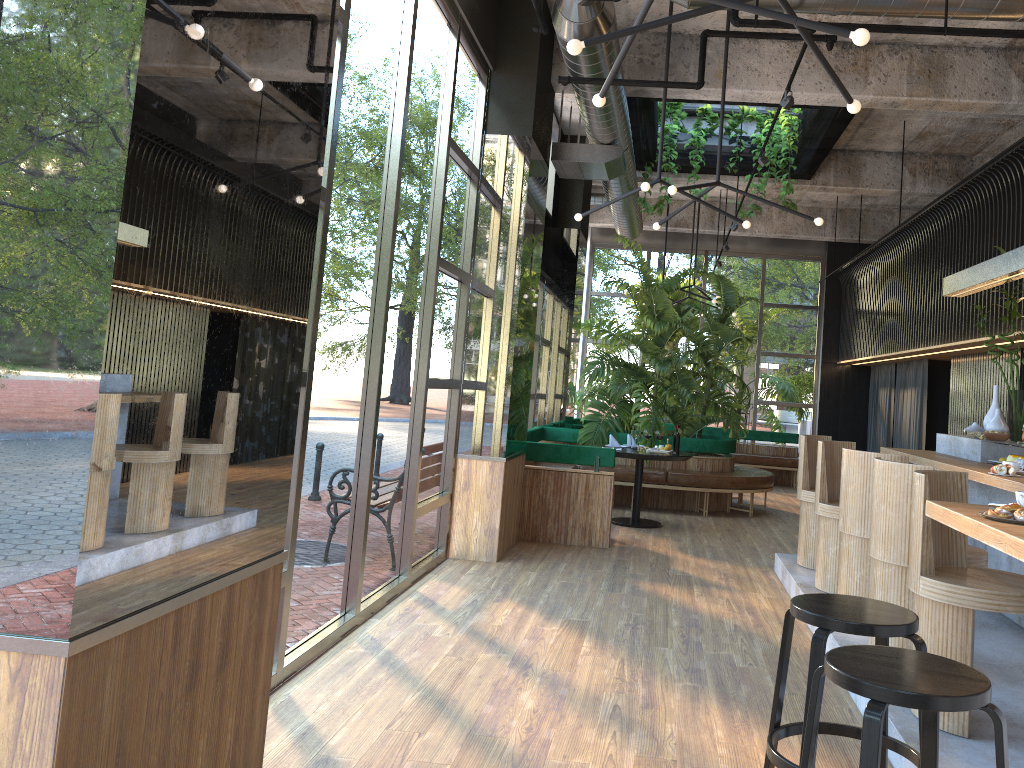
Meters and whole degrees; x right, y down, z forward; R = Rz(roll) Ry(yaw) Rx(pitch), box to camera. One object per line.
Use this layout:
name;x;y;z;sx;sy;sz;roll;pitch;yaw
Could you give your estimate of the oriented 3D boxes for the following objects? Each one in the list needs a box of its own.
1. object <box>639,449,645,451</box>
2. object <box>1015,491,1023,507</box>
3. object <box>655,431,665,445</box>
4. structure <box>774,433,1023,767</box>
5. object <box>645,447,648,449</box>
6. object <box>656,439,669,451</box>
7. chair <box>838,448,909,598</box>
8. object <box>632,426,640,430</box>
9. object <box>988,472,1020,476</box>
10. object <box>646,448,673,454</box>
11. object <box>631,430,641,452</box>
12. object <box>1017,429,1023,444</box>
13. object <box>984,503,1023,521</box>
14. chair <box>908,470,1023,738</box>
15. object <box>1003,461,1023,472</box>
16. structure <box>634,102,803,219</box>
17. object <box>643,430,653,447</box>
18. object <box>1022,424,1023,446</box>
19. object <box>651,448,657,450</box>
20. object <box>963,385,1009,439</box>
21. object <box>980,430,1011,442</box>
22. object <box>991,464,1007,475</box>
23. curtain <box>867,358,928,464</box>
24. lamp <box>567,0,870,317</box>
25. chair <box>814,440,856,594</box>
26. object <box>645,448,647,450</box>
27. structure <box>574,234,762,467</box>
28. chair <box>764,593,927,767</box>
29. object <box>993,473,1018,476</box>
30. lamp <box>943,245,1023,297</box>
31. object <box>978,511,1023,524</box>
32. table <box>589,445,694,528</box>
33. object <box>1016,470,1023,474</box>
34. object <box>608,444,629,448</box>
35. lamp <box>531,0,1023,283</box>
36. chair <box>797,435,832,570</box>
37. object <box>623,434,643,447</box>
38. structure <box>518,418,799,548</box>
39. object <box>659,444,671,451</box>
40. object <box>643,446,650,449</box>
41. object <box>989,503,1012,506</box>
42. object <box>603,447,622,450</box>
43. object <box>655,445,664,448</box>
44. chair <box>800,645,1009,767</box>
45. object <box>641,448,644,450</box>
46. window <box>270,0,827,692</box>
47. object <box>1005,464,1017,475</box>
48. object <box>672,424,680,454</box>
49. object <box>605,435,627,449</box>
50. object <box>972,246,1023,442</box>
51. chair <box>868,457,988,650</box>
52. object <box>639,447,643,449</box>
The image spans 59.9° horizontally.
object;1.339;0.676;9.106;0.061;0.013;0.148;4;0;4
object;1.647;0.398;2.924;0.174;0.073;0.433;4;0;43
object;1.559;0.597;9.382;0.103;0.202;0.101;5;-4;-3
structure;4.481;0.829;3.585;5.792;1.737;7.168;4;0;8
object;1.399;0.670;9.234;0.032;0.032;0.037;4;-2;6
object;1.541;0.616;9.054;0.142;0.124;0.098;5;-3;-12
chair;2.188;0.884;5.186;0.526;0.974;0.566;2;-4;31
object;1.266;0.554;9.106;0.094;0.246;0.090;5;-4;-10
object;2.734;0.503;4.927;0.163;0.005;0.171;4;0;19
object;1.532;0.687;9.145;0.233;0.019;0.360;4;0;18
object;1.243;0.571;8.937;0.100;0.210;0.110;1;-5;42
object;3.345;0.342;5.784;0.160;0.107;0.086;5;-3;-37
object;1.584;0.404;2.785;0.160;0.053;0.156;4;0;-38
chair;1.901;0.870;3.612;0.569;0.974;0.522;7;-4;-35
object;2.895;0.479;5.106;0.135;0.064;0.109;4;-1;-13
structure;2.545;-2.585;10.237;2.080;1.524;1.467;3;-3;37
object;1.438;0.588;9.435;0.103;0.202;0.101;5;-4;-3
object;3.268;0.323;5.534;0.207;0.135;0.815;4;0;16
object;1.477;0.667;9.147;0.100;0.013;0.224;4;0;13
object;3.468;0.204;6.402;0.329;0.399;0.305;6;-3;-34
object;3.347;0.357;6.155;0.187;0.073;0.232;4;0;28
object;2.697;0.471;4.922;0.061;0.059;0.074;4;-2;-2
curtain;5.415;0.686;12.630;0.120;2.067;3.294;4;-1;10
lamp;2.731;-1.984;5.105;5.039;1.830;19.018;4;0;9
chair;2.300;0.889;5.933;0.562;0.974;0.530;6;-4;-17
object;1.383;0.670;9.144;0.032;0.031;0.040;3;-2;33
structure;1.961;-0.196;11.540;2.461;3.453;2.626;5;-3;-8
chair;1.113;1.097;2.940;0.513;0.700;0.514;4;-3;3
object;2.732;0.501;4.923;0.125;0.005;0.117;4;0;-43
lamp;4.336;-1.711;3.972;4.965;2.141;6.738;4;0;2
object;1.580;0.423;2.791;0.196;0.013;0.215;5;0;44
table;1.295;1.057;9.122;1.136;0.754;1.059;5;-1;-24
object;2.872;0.506;5.108;0.160;0.020;0.161;4;0;4
object;1.123;0.655;9.461;0.164;0.019;0.244;4;0;-32
lamp;2.490;-2.183;9.471;3.760;1.537;10.076;4;0;7
chair;2.440;0.895;6.738;0.534;0.974;0.558;3;-4;18
object;1.310;0.614;9.526;0.236;0.139;0.228;5;-1;-9
structure;2.263;0.751;4.663;5.975;1.554;20.236;4;0;9
object;1.581;0.649;9.139;0.098;0.064;0.164;5;-1;-21
object;1.405;0.672;9.298;0.096;0.028;0.130;4;0;23
object;1.726;0.425;3.117;0.030;0.027;0.132;5;0;-13
object;1.025;0.651;8.959;0.253;0.019;0.158;4;0;7
object;1.569;0.661;9.242;0.193;0.038;0.063;4;-1;42
chair;1.002;1.092;2.297;0.517;0.700;0.510;5;-3;-2
object;1.353;0.674;9.209;0.032;0.019;0.038;4;-1;20
window;1.368;-1.806;4.952;4.102;6.519;20.484;4;0;10
object;2.751;0.475;4.932;0.072;0.060;0.126;5;-1;-22
object;1.671;0.558;9.006;0.066;0.301;0.070;3;-5;24
object;1.085;0.598;9.218;0.236;0.139;0.228;5;-1;-9
object;3.664;-0.210;6.405;0.609;1.557;0.642;8;-6;-44
chair;2.046;0.877;4.376;0.569;0.974;0.523;7;-4;-32
object;1.357;0.671;9.329;0.024;0.025;0.047;3;-1;27
